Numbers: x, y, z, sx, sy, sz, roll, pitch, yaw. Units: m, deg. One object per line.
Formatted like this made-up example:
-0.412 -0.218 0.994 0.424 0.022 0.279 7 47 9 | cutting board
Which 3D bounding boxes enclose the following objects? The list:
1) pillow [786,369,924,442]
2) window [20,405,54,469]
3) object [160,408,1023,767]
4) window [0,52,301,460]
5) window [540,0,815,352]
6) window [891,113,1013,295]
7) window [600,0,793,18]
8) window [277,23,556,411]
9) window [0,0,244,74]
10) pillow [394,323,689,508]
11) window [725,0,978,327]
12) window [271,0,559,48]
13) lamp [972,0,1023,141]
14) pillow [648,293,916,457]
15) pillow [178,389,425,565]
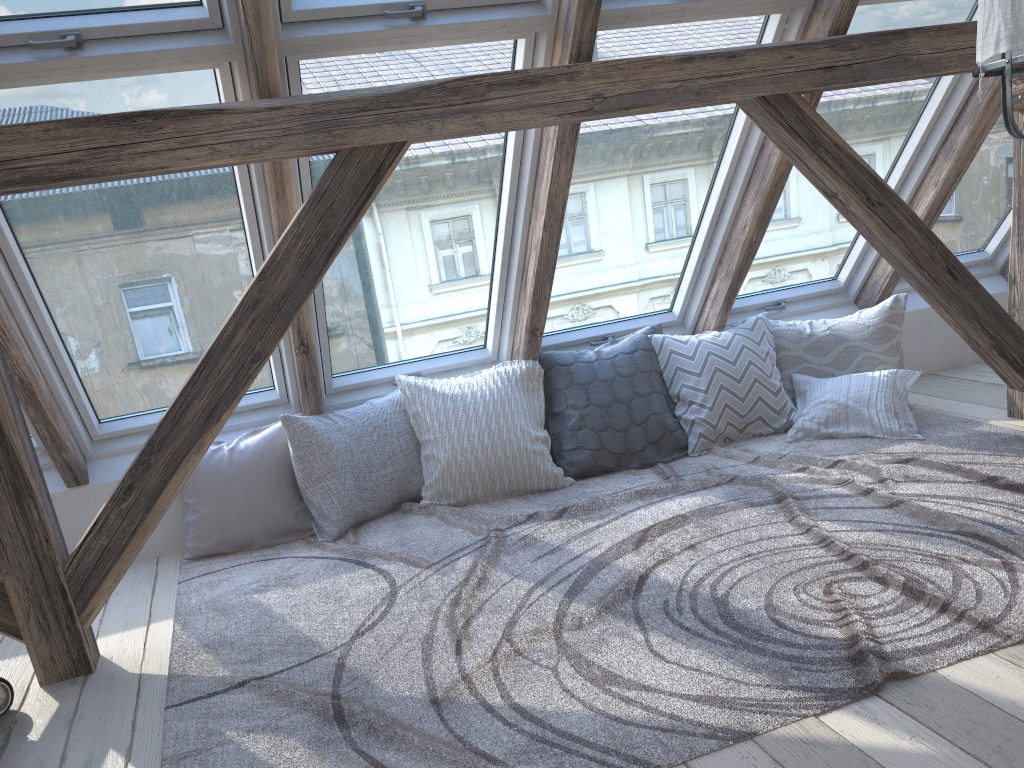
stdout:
1.459 0.095 3.755 0.537 0.250 0.460 -3 13 24 | pillow
-2.079 -0.172 2.702 0.849 1.318 1.070 -13 15 -16 | window
0.520 0.480 2.897 3.164 0.058 2.139 -12 11 -16 | object
-1.218 -0.352 2.947 0.849 1.318 1.070 -13 15 -16 | window
0.505 -0.712 3.438 0.849 1.318 1.070 -13 15 -16 | window
2.227 -1.071 3.929 0.849 1.318 1.070 -13 15 -16 | window
0.652 -1.747 2.167 0.849 1.318 1.070 -13 15 -16 | window
-0.356 -0.532 3.193 0.849 1.318 1.070 -13 15 -16 | window
-1.070 -1.388 1.677 0.849 1.318 1.070 -13 15 -16 | window
0.161 0.125 3.708 1.263 0.582 0.456 -12 15 -15 | pillow
1.366 -0.892 3.683 0.849 1.318 1.070 -13 15 -16 | window
-0.209 -1.568 1.922 0.849 1.318 1.070 -13 15 -16 | window
0.973 -1.408 1.401 0.408 1.957 0.386 -1 18 23 | lamp
1.209 -0.056 3.970 1.149 0.552 0.488 -11 14 -11 | pillow
-0.772 0.350 3.477 1.120 0.542 0.426 -14 16 -23 | pillow
